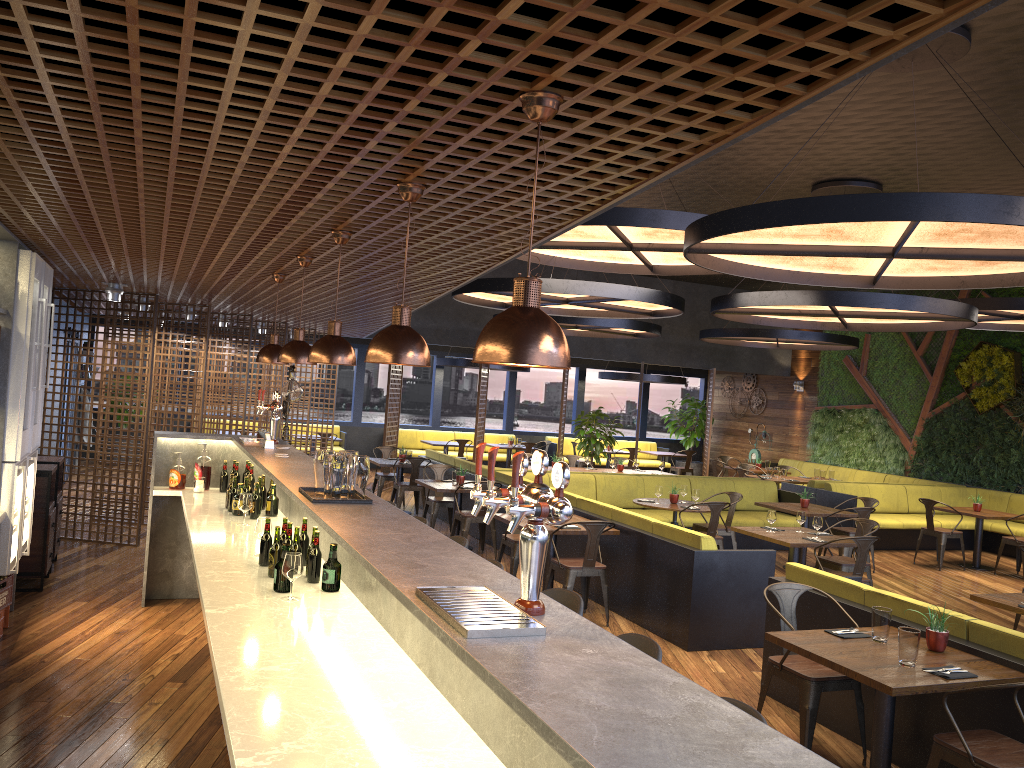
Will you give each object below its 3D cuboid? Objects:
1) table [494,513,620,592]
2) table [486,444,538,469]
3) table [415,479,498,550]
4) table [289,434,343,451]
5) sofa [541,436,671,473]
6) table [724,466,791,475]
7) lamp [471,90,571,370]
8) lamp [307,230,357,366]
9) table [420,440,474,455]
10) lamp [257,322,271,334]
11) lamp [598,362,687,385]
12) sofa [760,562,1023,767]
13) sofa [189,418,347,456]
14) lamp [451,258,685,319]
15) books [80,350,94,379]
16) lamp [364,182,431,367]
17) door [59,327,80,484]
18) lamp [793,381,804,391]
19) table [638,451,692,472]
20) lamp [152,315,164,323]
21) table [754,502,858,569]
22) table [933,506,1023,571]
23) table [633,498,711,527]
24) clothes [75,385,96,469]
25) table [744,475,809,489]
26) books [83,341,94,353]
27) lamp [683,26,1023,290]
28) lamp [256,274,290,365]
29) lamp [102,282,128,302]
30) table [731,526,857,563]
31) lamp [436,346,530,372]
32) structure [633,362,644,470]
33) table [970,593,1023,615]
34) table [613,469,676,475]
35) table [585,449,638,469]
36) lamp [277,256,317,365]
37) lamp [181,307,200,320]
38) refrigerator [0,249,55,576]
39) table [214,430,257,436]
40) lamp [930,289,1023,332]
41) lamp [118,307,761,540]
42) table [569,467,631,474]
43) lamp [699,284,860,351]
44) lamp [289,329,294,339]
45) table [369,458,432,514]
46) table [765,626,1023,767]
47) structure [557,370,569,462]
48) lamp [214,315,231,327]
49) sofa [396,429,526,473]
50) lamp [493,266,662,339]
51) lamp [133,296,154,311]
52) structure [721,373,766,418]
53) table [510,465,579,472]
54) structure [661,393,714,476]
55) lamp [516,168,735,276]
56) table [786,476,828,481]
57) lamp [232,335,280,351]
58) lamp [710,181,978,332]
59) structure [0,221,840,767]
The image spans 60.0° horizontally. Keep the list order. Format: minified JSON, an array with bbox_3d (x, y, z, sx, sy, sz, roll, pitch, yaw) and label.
[{"bbox_3d":[0.368,1.667,8.282,0.887,0.763,0.906,4,0,-22],"label":"table"},{"bbox_3d":[-0.065,1.693,18.777,0.906,0.763,0.887,4,0,-22],"label":"table"},{"bbox_3d":[-0.653,1.606,10.781,0.887,0.763,0.906,4,0,-22],"label":"table"},{"bbox_3d":[-3.849,1.406,17.220,0.887,0.763,0.906,4,0,-22],"label":"table"},{"bbox_3d":[2.269,1.802,21.149,3.061,0.914,0.966,4,0,-22],"label":"sofa"},{"bbox_3d":[4.748,2.038,17.251,0.887,0.763,0.906,4,0,-22],"label":"table"},{"bbox_3d":[0.048,-0.381,2.219,0.250,0.673,0.250,4,0,-35],"label":"lamp"},{"bbox_3d":[-0.894,-0.438,4.525,0.250,0.673,0.250,4,0,10],"label":"lamp"},{"bbox_3d":[-1.357,1.595,18.243,0.887,0.763,0.906,4,0,-22],"label":"table"},{"bbox_3d":[-3.875,-0.867,13.769,0.228,0.172,0.228,4,0,-22],"label":"lamp"},{"bbox_3d":[3.025,-1.139,20.124,1.979,2.172,1.979,4,0,-37],"label":"lamp"},{"bbox_3d":[2.781,1.750,4.926,0.966,0.914,3.061,4,0,-22],"label":"sofa"},{"bbox_3d":[-4.987,1.252,18.171,3.061,0.914,0.966,4,0,-22],"label":"sofa"},{"bbox_3d":[0.714,-1.663,10.668,2.778,1.475,2.778,4,0,-18],"label":"lamp"},{"bbox_3d":[-7.341,-0.327,15.257,0.223,0.489,0.286,4,0,-31],"label":"books"},{"bbox_3d":[-0.403,-0.408,3.324,0.250,0.673,0.250,4,0,10],"label":"lamp"},{"bbox_3d":[-6.743,0.350,13.457,0.052,2.386,2.441,4,0,-22],"label":"door"},{"bbox_3d":[6.264,0.048,19.474,0.189,0.215,0.215,4,0,-22],"label":"lamp"},{"bbox_3d":[3.442,1.958,20.213,0.887,0.763,0.906,4,0,-22],"label":"table"},{"bbox_3d":[-5.576,-0.991,13.995,0.228,0.172,0.228,4,0,-22],"label":"lamp"},{"bbox_3d":[3.638,1.923,11.029,0.887,0.763,0.906,4,0,-22],"label":"table"},{"bbox_3d":[6.407,2.132,12.165,0.887,0.763,0.906,4,0,-22],"label":"table"},{"bbox_3d":[1.901,1.791,10.435,1.007,0.760,1.007,4,0,15],"label":"table"},{"bbox_3d":[-7.518,0.760,15.667,0.401,1.494,0.423,4,0,-26],"label":"clothes"},{"bbox_3d":[4.575,2.015,15.355,0.887,0.763,0.906,4,0,-22],"label":"table"},{"bbox_3d":[-7.582,-0.630,15.879,0.177,0.245,0.450,4,0,-22],"label":"books"},{"bbox_3d":[2.615,-1.550,5.959,2.778,1.475,2.778,4,0,32],"label":"lamp"},{"bbox_3d":[-1.787,-0.491,6.711,0.250,0.673,0.250,4,0,10],"label":"lamp"},{"bbox_3d":[-3.886,-0.896,8.666,0.228,0.172,0.228,4,0,-22],"label":"lamp"},{"bbox_3d":[2.742,1.843,8.612,0.906,0.763,0.887,4,0,-22],"label":"table"},{"bbox_3d":[-0.527,-1.406,18.666,1.979,2.172,1.979,4,0,23],"label":"lamp"},{"bbox_3d":[2.550,0.910,17.965,0.050,2.700,0.852,4,0,8],"label":"structure"},{"bbox_3d":[3.789,1.906,6.012,0.887,0.763,0.906,4,0,-22],"label":"table"},{"bbox_3d":[2.201,1.836,14.550,0.906,0.763,0.887,4,0,-22],"label":"table"},{"bbox_3d":[2.149,1.861,19.686,0.906,0.763,0.887,4,0,-22],"label":"table"},{"bbox_3d":[-1.330,-0.464,5.593,0.250,0.673,0.250,4,0,10],"label":"lamp"},{"bbox_3d":[-4.143,-0.900,11.417,0.228,0.172,0.228,4,0,-22],"label":"lamp"},{"bbox_3d":[-3.562,0.163,6.209,0.454,2.109,1.159,4,0,-22],"label":"refrigerator"},{"bbox_3d":[-5.141,1.308,16.690,0.887,0.763,0.906,4,0,-22],"label":"table"},{"bbox_3d":[6.742,-1.393,11.663,2.778,1.159,2.778,4,0,-32],"label":"lamp"},{"bbox_3d":[-0.923,0.619,12.807,9.057,2.714,3.017,4,0,-22],"label":"lamp"},{"bbox_3d":[1.368,1.773,14.203,0.906,0.763,0.887,4,0,-22],"label":"table"},{"bbox_3d":[4.864,-1.405,16.112,2.778,1.362,2.778,4,0,32],"label":"lamp"},{"bbox_3d":[-3.681,-0.846,14.990,0.228,0.172,0.228,4,0,-22],"label":"lamp"},{"bbox_3d":[-1.678,1.544,13.278,0.887,0.763,0.906,4,0,-22],"label":"table"},{"bbox_3d":[1.926,1.761,4.551,0.906,0.763,0.887,4,0,-22],"label":"table"},{"bbox_3d":[0.981,0.791,17.322,0.050,2.700,0.852,4,0,8],"label":"structure"},{"bbox_3d":[-4.099,-0.890,12.567,0.228,0.172,0.228,4,0,-22],"label":"lamp"},{"bbox_3d":[-1.228,1.537,19.714,3.061,0.914,0.966,4,0,-22],"label":"sofa"},{"bbox_3d":[1.115,-1.612,14.661,2.778,1.475,2.778,4,0,-22],"label":"lamp"},{"bbox_3d":[-4.259,-0.915,10.235,0.228,0.172,0.228,4,0,-22],"label":"lamp"},{"bbox_3d":[5.536,0.244,21.361,0.058,1.178,1.791,4,0,-22],"label":"structure"},{"bbox_3d":[0.532,1.710,13.859,0.906,0.763,0.887,4,0,-22],"label":"table"},{"bbox_3d":[4.399,1.325,21.834,1.493,2.184,1.272,4,0,-22],"label":"structure"},{"bbox_3d":[1.179,-1.819,8.475,2.778,1.159,2.778,4,0,28],"label":"lamp"},{"bbox_3d":[5.435,2.080,15.708,0.887,0.763,0.906,4,0,-22],"label":"table"},{"bbox_3d":[-4.288,-1.691,17.122,1.979,2.172,1.979,4,0,-16],"label":"lamp"},{"bbox_3d":[3.691,-1.449,9.921,2.778,1.475,2.778,4,0,27],"label":"lamp"},{"bbox_3d":[-1.675,0.526,4.565,2.700,2.700,9.298,4,0,-22],"label":"structure"}]
